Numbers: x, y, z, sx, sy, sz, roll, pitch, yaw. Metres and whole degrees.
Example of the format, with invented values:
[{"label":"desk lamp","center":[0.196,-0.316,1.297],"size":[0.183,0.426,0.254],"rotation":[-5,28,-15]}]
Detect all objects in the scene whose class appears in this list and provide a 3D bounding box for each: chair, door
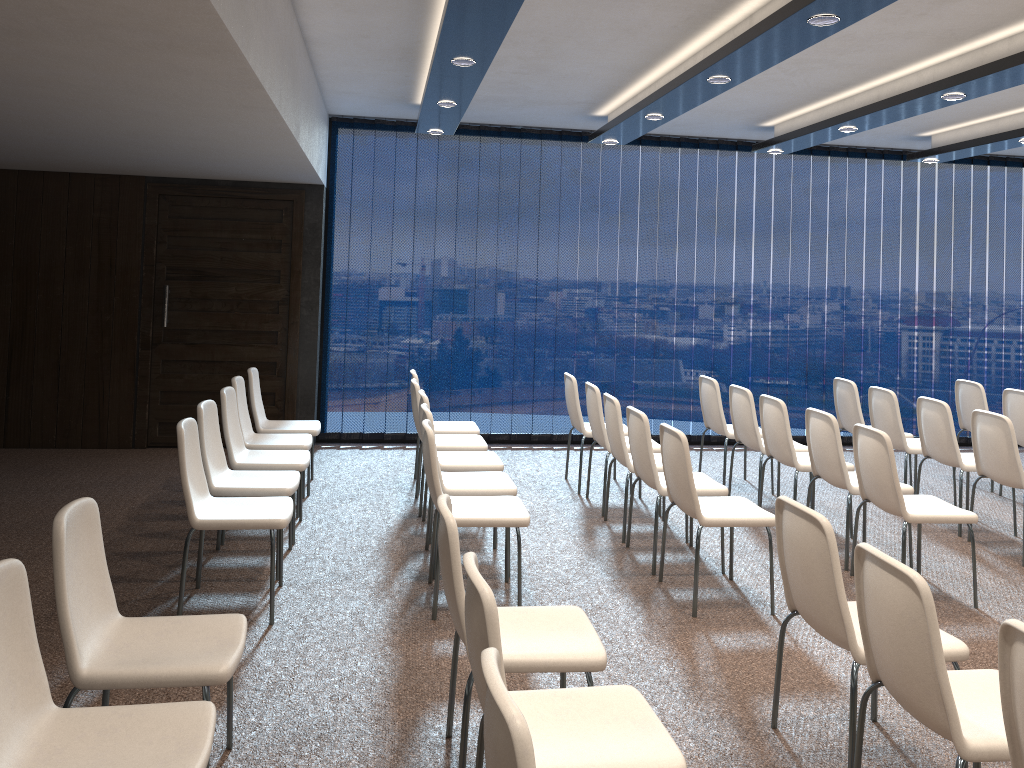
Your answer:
[{"label":"chair","center":[0.014,0.842,2.920],"size":[0.557,0.902,0.532],"rotation":[2,0,-7]},{"label":"chair","center":[1.067,0.672,4.634],"size":[0.557,0.902,0.532],"rotation":[2,0,-9]},{"label":"chair","center":[1.412,1.008,1.925],"size":[0.557,0.902,0.532],"rotation":[2,0,-7]},{"label":"chair","center":[-0.343,0.500,5.672],"size":[0.557,0.902,0.532],"rotation":[2,0,-9]},{"label":"chair","center":[-0.263,0.576,5.056],"size":[0.557,0.902,0.532],"rotation":[2,0,-9]},{"label":"chair","center":[-0.460,0.423,6.274],"size":[0.557,0.902,0.532],"rotation":[2,0,-9]},{"label":"chair","center":[4.249,0.498,6.978],"size":[0.557,0.902,0.532],"rotation":[2,0,-10]},{"label":"chair","center":[3.280,0.628,5.617],"size":[0.557,0.902,0.532],"rotation":[2,0,-8]},{"label":"chair","center":[4.171,0.422,7.589],"size":[0.557,0.902,0.532],"rotation":[2,0,-7]},{"label":"chair","center":[-1.738,0.334,6.662],"size":[0.557,0.902,0.532],"rotation":[2,0,-10]},{"label":"chair","center":[1.828,0.390,7.195],"size":[0.557,0.902,0.532],"rotation":[2,0,-9]},{"label":"chair","center":[-1.361,0.630,4.298],"size":[0.557,0.902,0.532],"rotation":[2,0,-10]},{"label":"chair","center":[-1.672,0.405,6.085],"size":[0.557,0.902,0.532],"rotation":[2,0,-9]},{"label":"chair","center":[3.086,0.480,6.802],"size":[0.557,0.902,0.532],"rotation":[2,0,-8]},{"label":"chair","center":[0.881,0.523,5.820],"size":[0.557,0.902,0.532],"rotation":[2,0,-7]},{"label":"chair","center":[0.811,0.447,6.434],"size":[0.557,0.902,0.532],"rotation":[2,0,-8]},{"label":"chair","center":[2.007,0.535,6.037],"size":[0.557,0.902,0.532],"rotation":[2,0,-9]},{"label":"chair","center":[-1.022,0.902,2.124],"size":[0.557,0.902,0.532],"rotation":[2,0,-10]},{"label":"chair","center":[0.689,0.369,7.047],"size":[0.557,0.902,0.532],"rotation":[2,0,-7]},{"label":"chair","center":[-0.198,0.647,4.482],"size":[0.557,0.902,0.532],"rotation":[2,0,-7]},{"label":"chair","center":[1.295,0.935,2.503],"size":[0.557,0.902,0.532],"rotation":[2,0,-7]},{"label":"door","center":[-2.667,-0.619,8.075],"size":[1.399,2.413,0.268],"rotation":[2,-2,-9]},{"label":"chair","center":[-0.537,0.348,6.880],"size":[0.557,0.902,0.532],"rotation":[2,0,-8]},{"label":"chair","center":[2.196,0.686,4.834],"size":[0.557,0.902,0.532],"rotation":[2,0,-7]},{"label":"chair","center":[1.930,0.466,6.586],"size":[0.557,0.902,0.532],"rotation":[2,0,-10]},{"label":"chair","center":[-1.124,0.826,2.732],"size":[0.557,0.902,0.532],"rotation":[2,0,-10]},{"label":"chair","center":[1.230,0.864,3.075],"size":[0.557,0.902,0.532],"rotation":[2,0,-10]},{"label":"chair","center":[0.137,0.920,2.302],"size":[0.557,0.902,0.532],"rotation":[2,0,-10]},{"label":"chair","center":[-1.479,0.553,4.905],"size":[0.557,0.902,0.532],"rotation":[2,0,-7]},{"label":"chair","center":[3.203,0.553,6.224],"size":[0.557,0.902,0.532],"rotation":[2,0,-7]},{"label":"chair","center":[3.020,0.408,7.383],"size":[0.557,0.902,0.532],"rotation":[2,0,-7]},{"label":"chair","center":[-1.555,0.478,5.508],"size":[0.557,0.902,0.532],"rotation":[2,0,-8]},{"label":"chair","center":[0.965,0.596,5.239],"size":[0.557,0.902,0.532],"rotation":[2,0,-9]},{"label":"chair","center":[0.207,0.997,1.685],"size":[0.557,0.902,0.532],"rotation":[2,0,-10]},{"label":"chair","center":[2.128,0.612,5.431],"size":[0.557,0.902,0.532],"rotation":[2,0,-8]}]

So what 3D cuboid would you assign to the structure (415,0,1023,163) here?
[{"label":"structure","center":[6.226,-1.776,4.891],"size":[13.133,0.230,8.117],"rotation":[1,7,-9]}]
